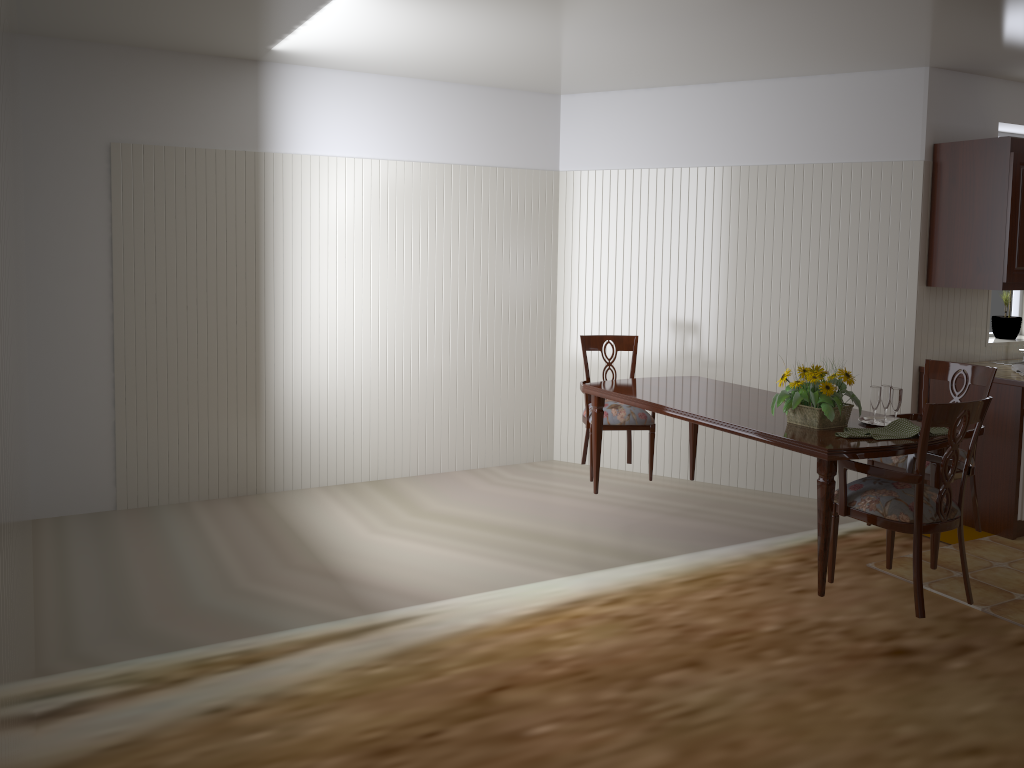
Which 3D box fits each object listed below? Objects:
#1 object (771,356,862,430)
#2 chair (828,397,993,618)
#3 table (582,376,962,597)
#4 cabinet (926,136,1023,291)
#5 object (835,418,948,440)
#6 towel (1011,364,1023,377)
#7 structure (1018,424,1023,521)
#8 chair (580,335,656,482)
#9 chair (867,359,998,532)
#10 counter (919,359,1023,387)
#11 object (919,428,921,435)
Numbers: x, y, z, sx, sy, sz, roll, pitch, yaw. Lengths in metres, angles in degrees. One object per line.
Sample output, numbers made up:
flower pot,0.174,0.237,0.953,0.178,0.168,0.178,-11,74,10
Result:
object,1.193,0.025,3.496,0.319,0.335,0.300,-4,8,-36
chair,1.434,0.396,3.220,0.405,0.741,0.462,-2,6,-28
table,1.043,0.367,3.944,0.735,0.554,1.690,-3,9,-28
cabinet,3.560,-0.765,3.966,1.370,0.773,2.801,-3,9,-28
object,1.455,0.164,3.331,0.528,0.056,0.168,-1,9,-15
towel,2.800,-0.034,4.597,0.344,0.096,0.332,5,9,24
structure,2.659,0.350,4.703,0.424,0.742,0.381,-2,6,-28
chair,0.571,0.123,4.886,0.404,0.741,0.463,0,6,-7
chair,1.875,0.288,3.964,0.460,0.741,0.407,-2,6,-31
counter,3.723,0.064,4.126,1.826,0.032,2.803,-4,10,-28
object,1.501,0.168,3.330,0.046,0.046,0.147,-1,9,-15
